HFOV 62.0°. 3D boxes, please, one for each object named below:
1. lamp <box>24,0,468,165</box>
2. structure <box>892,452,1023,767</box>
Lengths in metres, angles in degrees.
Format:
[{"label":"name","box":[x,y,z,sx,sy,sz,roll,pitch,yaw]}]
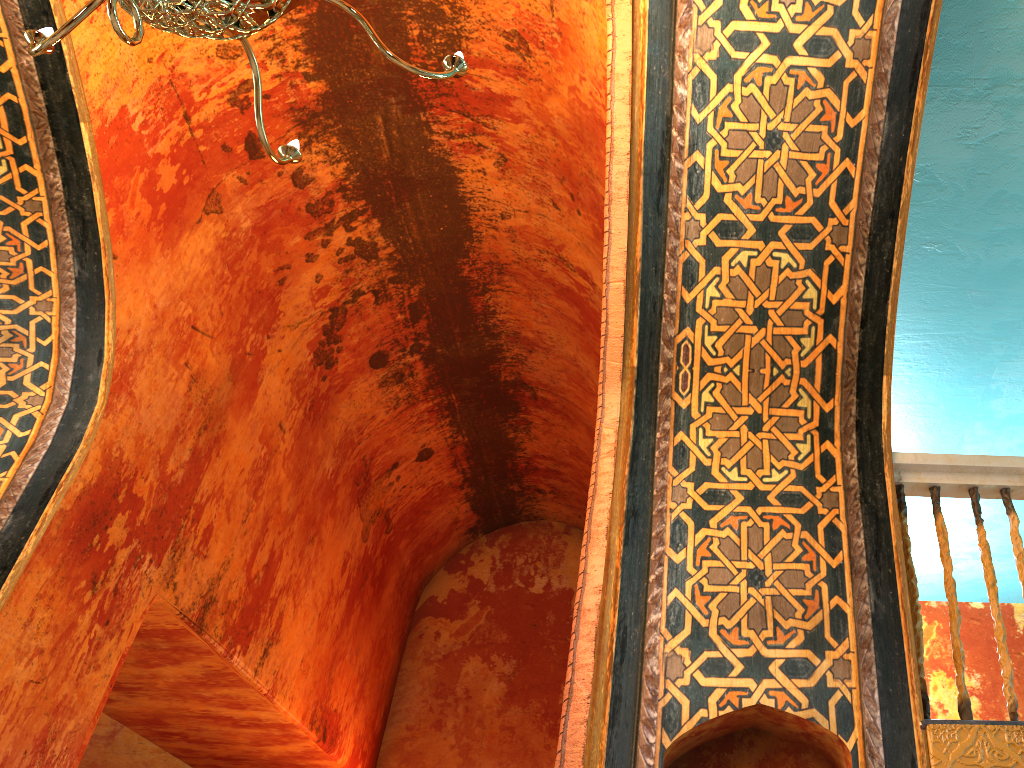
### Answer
[{"label":"lamp","box":[-0.607,-1.623,2.385,1.112,2.313,1.335,3,-37,7]},{"label":"structure","box":[4.342,2.162,3.489,5.905,3.058,1.842,3,-37,-1]}]
